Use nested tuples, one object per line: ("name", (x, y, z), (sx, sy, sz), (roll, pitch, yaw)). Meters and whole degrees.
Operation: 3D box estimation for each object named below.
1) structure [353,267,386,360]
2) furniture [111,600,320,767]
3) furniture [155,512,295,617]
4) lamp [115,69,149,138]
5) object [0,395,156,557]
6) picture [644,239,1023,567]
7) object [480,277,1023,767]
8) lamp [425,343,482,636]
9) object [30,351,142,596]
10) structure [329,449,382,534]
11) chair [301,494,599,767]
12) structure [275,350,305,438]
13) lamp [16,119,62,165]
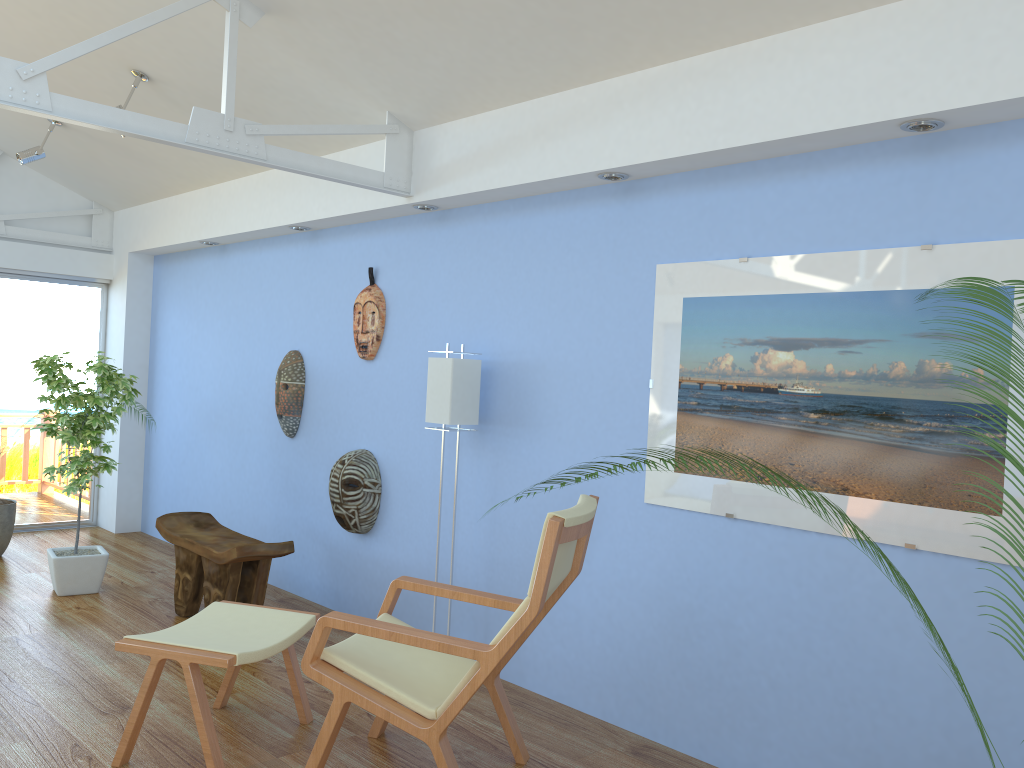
("structure", (-0.794, -0.385, 4.855), (0.063, 0.508, 0.264), (3, 1, -44))
("furniture", (-1.053, 1.088, 3.224), (0.449, 0.427, 0.619), (3, 0, 16))
("furniture", (-1.569, 1.010, 4.745), (0.329, 0.507, 1.100), (3, 1, -44))
("lamp", (-2.028, -1.477, 4.677), (0.195, 0.351, 0.127), (3, 0, -26))
("object", (-3.392, 0.314, 5.897), (1.563, 1.695, 1.706), (3, 1, 37))
("picture", (1.037, 0.027, 2.977), (0.005, 0.937, 1.419), (3, 1, -44))
("object", (0.889, 0.564, 1.410), (1.563, 1.695, 1.706), (3, 0, -23))
("lamp", (-0.299, 0.572, 4.112), (0.200, 1.520, 0.200), (3, 1, -44))
("object", (-2.496, 0.509, 5.153), (0.495, 1.409, 0.699), (3, 0, -1))
("structure", (-0.891, 0.590, 4.823), (0.185, 0.466, 0.359), (3, 1, -44))
("chair", (-0.175, 0.857, 2.973), (0.859, 0.982, 0.632), (3, 0, 16))
("structure", (-1.381, 0.061, 5.406), (0.115, 0.541, 0.254), (3, 1, -44))
("lamp", (-3.021, -1.547, 5.668), (0.254, 0.327, 0.118), (3, 0, -26))
